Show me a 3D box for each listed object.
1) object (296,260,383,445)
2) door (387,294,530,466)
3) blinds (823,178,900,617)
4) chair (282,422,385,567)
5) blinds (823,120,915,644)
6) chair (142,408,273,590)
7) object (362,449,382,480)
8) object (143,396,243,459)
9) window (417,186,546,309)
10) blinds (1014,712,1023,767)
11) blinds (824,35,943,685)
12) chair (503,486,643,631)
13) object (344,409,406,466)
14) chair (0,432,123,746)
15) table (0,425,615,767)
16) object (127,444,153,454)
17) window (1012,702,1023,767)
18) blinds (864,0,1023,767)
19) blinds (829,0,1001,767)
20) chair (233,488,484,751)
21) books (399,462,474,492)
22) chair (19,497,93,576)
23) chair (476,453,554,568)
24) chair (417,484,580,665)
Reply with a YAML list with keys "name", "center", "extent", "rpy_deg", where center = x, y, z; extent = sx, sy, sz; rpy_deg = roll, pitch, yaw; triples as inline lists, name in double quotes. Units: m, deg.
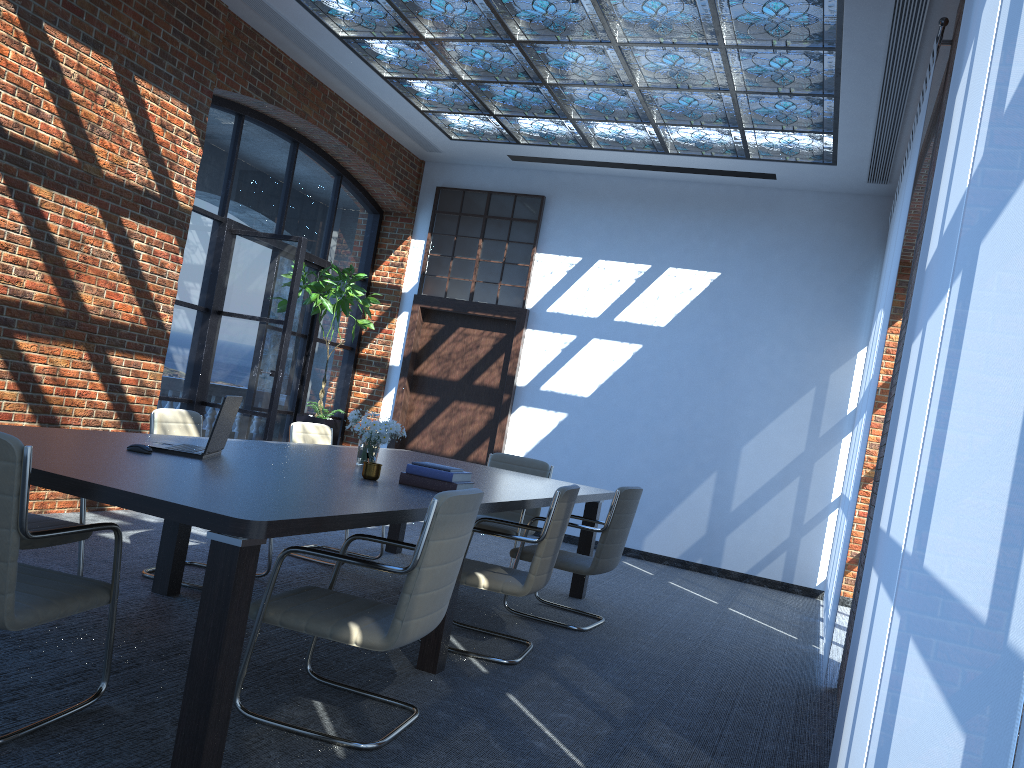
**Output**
- name: "object"
  center: [-1.928, -0.019, 9.057]
  extent: [0.943, 2.490, 1.327]
  rpy_deg: [10, -1, 20]
- name: "door"
  center: [-0.661, 0.275, 10.085]
  extent: [1.397, 2.434, 0.201]
  rpy_deg: [10, 0, 20]
- name: "blinds"
  center: [3.140, 0.163, 7.993]
  extent: [0.039, 3.756, 1.222]
  rpy_deg: [10, 0, 20]
- name: "chair"
  center: [-1.257, 0.785, 6.357]
  extent: [0.705, 0.923, 0.561]
  rpy_deg: [10, -1, 20]
- name: "blinds"
  center: [2.718, 0.040, 6.790]
  extent: [0.039, 3.756, 1.222]
  rpy_deg: [10, 0, 20]
- name: "chair"
  center: [-1.709, 0.653, 5.068]
  extent: [0.705, 0.923, 0.561]
  rpy_deg: [10, -1, 8]
- name: "object"
  center: [-0.654, 0.378, 4.162]
  extent: [0.091, 0.142, 0.091]
  rpy_deg: [10, -1, -2]
- name: "object"
  center: [-1.407, 0.164, 3.903]
  extent: [0.323, 0.283, 0.390]
  rpy_deg: [10, -2, -7]
- name: "window"
  center: [-0.361, -1.543, 10.034]
  extent: [1.326, 1.292, 0.059]
  rpy_deg: [10, 0, 20]
- name: "blinds"
  center: [0.389, -0.644, 0.152]
  extent: [0.039, 3.756, 1.361]
  rpy_deg: [10, 0, 20]
- name: "blinds"
  center: [2.300, -0.083, 5.597]
  extent: [0.039, 3.756, 1.222]
  rpy_deg: [10, 0, 20]
- name: "chair"
  center: [0.395, 1.054, 5.719]
  extent: [0.704, 0.923, 0.561]
  rpy_deg: [10, -1, 23]
- name: "object"
  center: [-0.766, 0.303, 4.892]
  extent: [0.328, 0.309, 0.337]
  rpy_deg: [9, -1, 30]
- name: "chair"
  center: [-1.636, 0.574, 2.797]
  extent: [0.559, 0.923, 0.707]
  rpy_deg: [10, -1, 9]
- name: "table"
  center: [-0.860, 0.851, 4.801]
  extent: [1.805, 0.809, 4.516]
  rpy_deg: [9, -2, 20]
- name: "object"
  center: [-1.504, 0.259, 3.581]
  extent: [0.101, 0.034, 0.059]
  rpy_deg: [10, -2, 0]
- name: "window"
  center: [2.243, -0.055, 3.850]
  extent: [0.160, 3.606, 9.649]
  rpy_deg: [10, -2, 20]
- name: "blinds"
  center: [0.838, -0.512, 1.431]
  extent: [0.039, 3.756, 1.322]
  rpy_deg: [10, 0, 20]
- name: "blinds"
  center: [1.281, -0.382, 2.694]
  extent: [0.039, 3.756, 1.318]
  rpy_deg: [10, 0, 20]
- name: "chair"
  center: [-0.555, 0.788, 3.311]
  extent: [0.705, 0.923, 0.561]
  rpy_deg: [10, -1, 15]
- name: "books"
  center: [-0.354, 0.450, 4.271]
  extent: [0.294, 0.115, 0.255]
  rpy_deg: [9, -2, 18]
- name: "chair"
  center: [-2.242, 0.508, 3.832]
  extent: [0.705, 0.923, 0.561]
  rpy_deg: [10, -1, 8]
- name: "chair"
  center: [-0.106, 1.013, 6.899]
  extent: [0.559, 0.923, 0.708]
  rpy_deg: [10, -1, 20]
- name: "chair"
  center: [-0.076, 0.928, 4.676]
  extent: [0.705, 0.923, 0.561]
  rpy_deg: [10, -1, 13]
